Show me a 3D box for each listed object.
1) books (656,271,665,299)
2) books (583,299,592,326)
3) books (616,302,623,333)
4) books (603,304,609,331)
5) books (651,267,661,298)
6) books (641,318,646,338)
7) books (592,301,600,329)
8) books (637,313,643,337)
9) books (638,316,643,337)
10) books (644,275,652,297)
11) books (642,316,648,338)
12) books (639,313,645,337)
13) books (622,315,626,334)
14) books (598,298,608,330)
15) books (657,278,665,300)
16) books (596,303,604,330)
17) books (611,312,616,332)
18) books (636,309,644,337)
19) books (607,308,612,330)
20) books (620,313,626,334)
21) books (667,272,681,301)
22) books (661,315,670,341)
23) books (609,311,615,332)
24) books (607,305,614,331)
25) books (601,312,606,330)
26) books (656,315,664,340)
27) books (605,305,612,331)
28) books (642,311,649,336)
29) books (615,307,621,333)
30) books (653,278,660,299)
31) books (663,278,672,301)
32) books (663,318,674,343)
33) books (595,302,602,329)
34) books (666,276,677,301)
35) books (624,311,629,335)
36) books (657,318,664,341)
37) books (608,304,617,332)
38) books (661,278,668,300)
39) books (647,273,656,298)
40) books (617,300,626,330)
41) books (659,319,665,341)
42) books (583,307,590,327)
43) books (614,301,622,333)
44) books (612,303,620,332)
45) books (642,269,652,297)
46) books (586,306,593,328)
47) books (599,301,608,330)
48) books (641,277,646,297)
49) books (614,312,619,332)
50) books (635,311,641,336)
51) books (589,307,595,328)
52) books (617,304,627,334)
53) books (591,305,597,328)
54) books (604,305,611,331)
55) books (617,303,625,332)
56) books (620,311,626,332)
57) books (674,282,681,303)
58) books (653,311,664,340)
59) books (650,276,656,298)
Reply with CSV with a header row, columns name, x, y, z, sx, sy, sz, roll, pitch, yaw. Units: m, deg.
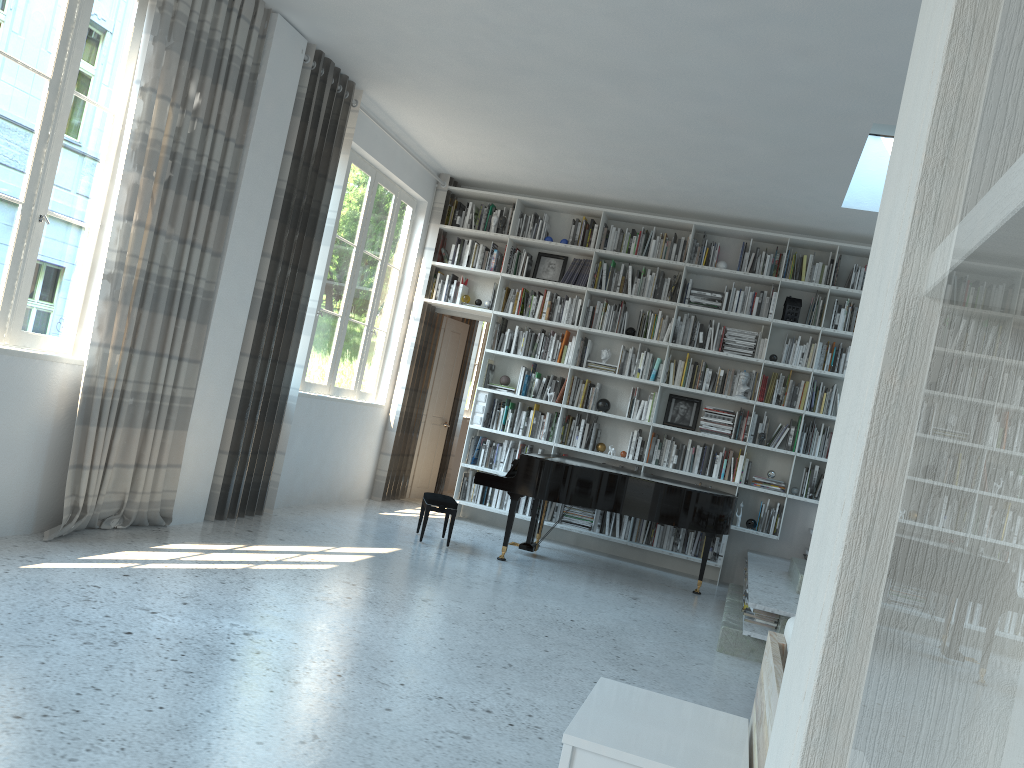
name,x,y,z,sx,sy,sz,roll,pitch,yaw
books,1.376,-0.894,8.243,0.022,0.290,0.146,12,-1,15
books,0.714,-0.652,8.395,0.012,0.285,0.159,12,-1,15
books,1.017,-0.607,8.312,0.005,0.316,0.157,12,-1,15
books,0.892,-0.606,8.312,0.009,0.263,0.189,12,-1,15
books,1.335,-0.915,8.231,0.011,0.313,0.183,12,-1,15
books,1.227,-0.506,8.243,0.011,0.200,0.162,12,-1,15
books,0.803,-0.632,8.357,0.025,0.279,0.151,12,-1,15
books,1.194,-0.534,8.239,0.005,0.240,0.174,12,-1,15
books,1.204,-0.519,8.253,0.013,0.216,0.149,12,-1,15
books,1.270,-0.884,8.241,0.021,0.226,0.191,12,-1,15
books,1.239,-0.512,8.215,0.006,0.216,0.181,12,-1,15
books,1.208,-0.529,8.226,0.005,0.236,0.178,12,-1,15
books,1.054,-0.545,8.299,0.004,0.209,0.132,12,-1,15
books,0.860,-0.639,8.353,0.011,0.317,0.155,12,-1,15
books,1.388,-0.855,8.216,0.030,0.217,0.182,12,-1,15
books,0.835,-0.617,8.344,0.024,0.262,0.177,12,-1,15
books,0.966,-0.571,8.324,0.011,0.226,0.129,12,-1,15
books,1.192,-0.551,8.269,0.012,0.276,0.129,12,-1,15
books,0.928,-0.594,8.328,0.011,0.256,0.152,12,-1,15
books,1.047,-0.550,8.303,0.012,0.218,0.151,12,-1,15
books,1.495,-0.877,8.189,0.058,0.302,0.175,12,-1,15
books,1.415,-0.496,8.185,0.022,0.257,0.155,12,-1,15
books,0.948,-0.567,8.303,0.011,0.209,0.181,12,-1,15
books,0.934,-0.596,8.310,0.009,0.261,0.180,12,-1,15
books,0.873,-0.570,8.340,0.029,0.186,0.149,12,-1,15
books,1.368,-0.505,8.203,0.010,0.257,0.140,12,-1,15
books,0.919,-0.599,8.331,0.010,0.261,0.169,12,-1,15
books,1.246,-0.536,8.249,0.009,0.266,0.149,12,-1,15
books,1.001,-0.582,8.302,0.010,0.261,0.158,12,-1,15
books,1.346,-0.861,8.246,0.024,0.213,0.150,12,-1,15
books,1.441,-0.854,8.221,0.024,0.237,0.153,12,-1,15
books,1.448,-0.479,8.152,0.064,0.237,0.209,12,-1,15
books,0.820,-0.627,8.348,0.012,0.276,0.157,12,-1,15
books,1.476,-0.861,8.193,0.055,0.264,0.167,12,-1,15
books,1.069,-0.553,8.287,0.031,0.232,0.148,12,-1,15
books,1.377,-0.489,8.204,0.011,0.229,0.166,12,-1,15
books,0.946,-0.603,8.313,0.011,0.279,0.169,12,-1,15
books,1.414,-0.853,8.213,0.022,0.222,0.161,12,-1,15
books,1.302,-0.895,8.252,0.028,0.261,0.135,12,-1,15
books,1.023,-0.613,8.308,0.005,0.331,0.161,12,-1,15
books,1.392,-0.479,8.199,0.024,0.216,0.142,12,-1,15
books,0.715,-0.613,8.375,0.015,0.207,0.186,12,-1,15
books,1.003,-0.612,8.311,0.004,0.321,0.153,12,-1,15
books,0.978,-0.603,8.303,0.011,0.291,0.176,12,-1,15
books,1.260,-0.916,8.270,0.026,0.286,0.137,12,-1,15
books,0.743,-0.616,8.393,0.029,0.225,0.136,12,-1,15
books,0.861,-0.623,8.329,0.010,0.283,0.184,12,-1,15
books,1.232,-0.882,8.262,0.010,0.208,0.173,12,-1,15
books,0.988,-0.562,8.324,0.012,0.217,0.133,12,-1,15
books,1.180,-0.543,8.264,0.005,0.254,0.161,12,-1,15
books,0.768,-0.608,8.385,0.024,0.219,0.140,12,-1,15
books,1.029,-0.590,8.282,0.011,0.287,0.189,12,-1,15
books,0.783,-0.616,8.368,0.012,0.240,0.134,12,-1,15
books,0.901,-0.598,8.311,0.012,0.251,0.184,12,-1,15
books,1.025,-0.600,8.306,0.005,0.305,0.162,12,-1,15
books,1.041,-0.561,8.312,0.009,0.237,0.135,12,-1,15
books,1.532,-0.822,8.200,0.028,0.211,0.134,12,-1,15
books,1.354,-0.522,8.201,0.022,0.284,0.190,12,-1,15
books,1.317,-0.876,8.243,0.013,0.231,0.142,12,-1,15
